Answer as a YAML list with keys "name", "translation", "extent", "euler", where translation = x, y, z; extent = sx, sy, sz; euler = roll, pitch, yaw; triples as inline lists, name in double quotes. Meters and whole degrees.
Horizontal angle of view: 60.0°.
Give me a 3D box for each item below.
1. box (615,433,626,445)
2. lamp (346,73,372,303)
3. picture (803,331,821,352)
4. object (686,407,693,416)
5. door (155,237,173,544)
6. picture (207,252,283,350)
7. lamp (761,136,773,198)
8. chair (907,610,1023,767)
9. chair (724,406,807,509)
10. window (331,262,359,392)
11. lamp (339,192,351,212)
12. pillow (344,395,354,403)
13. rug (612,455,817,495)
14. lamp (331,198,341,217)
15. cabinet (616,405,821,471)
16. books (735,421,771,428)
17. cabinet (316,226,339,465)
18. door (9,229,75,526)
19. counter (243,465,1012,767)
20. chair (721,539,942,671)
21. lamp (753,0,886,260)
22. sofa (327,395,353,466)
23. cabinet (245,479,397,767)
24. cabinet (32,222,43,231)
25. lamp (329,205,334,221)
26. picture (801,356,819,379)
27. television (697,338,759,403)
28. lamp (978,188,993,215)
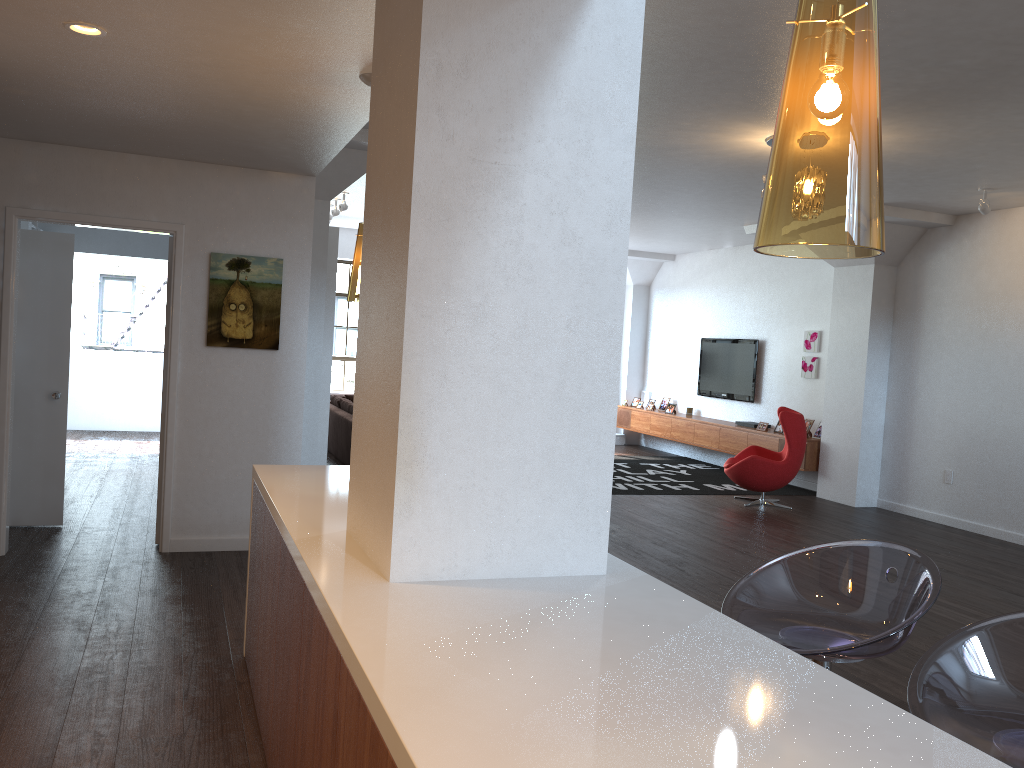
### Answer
- name: "box"
  translation: [1.630, 0.871, 14.186]
  extent: [0.228, 0.165, 0.368]
  euler: [3, 3, -21]
- name: "lamp"
  translation: [-0.568, -0.777, 3.579]
  extent: [0.149, 0.900, 0.149]
  euler: [5, 3, 24]
- name: "picture"
  translation: [3.538, -0.502, 10.471]
  extent: [0.030, 0.250, 0.250]
  euler: [3, 3, -21]
- name: "object"
  translation: [2.541, 0.393, 12.694]
  extent: [0.089, 0.110, 0.089]
  euler: [5, 3, 24]
- name: "door"
  translation: [-2.347, 0.022, 6.206]
  extent: [0.174, 2.032, 0.826]
  euler: [3, 3, -11]
- name: "picture"
  translation: [-1.736, -0.534, 5.772]
  extent: [0.450, 0.600, 0.030]
  euler: [3, 3, -21]
- name: "lamp"
  translation: [1.949, -1.402, 6.086]
  extent: [0.441, 0.539, 0.442]
  euler: [5, 3, 21]
- name: "chair"
  translation: [0.979, 0.950, 1.634]
  extent: [0.481, 1.014, 0.530]
  euler: [3, 3, -23]
- name: "chair"
  translation: [2.606, 0.731, 9.166]
  extent: [0.801, 1.006, 0.798]
  euler: [4, 3, 4]
- name: "window"
  translation: [-0.979, -0.769, 13.683]
  extent: [4.648, 1.905, 0.114]
  euler: [3, 3, -21]
- name: "lamp"
  translation: [-1.817, -1.964, 9.585]
  extent: [0.111, 0.211, 0.120]
  euler: [4, 3, 13]
- name: "pillow"
  translation: [-1.928, 0.319, 11.809]
  extent: [0.334, 0.418, 0.580]
  euler: [6, 3, 42]
- name: "rug"
  translation: [1.061, 1.064, 10.770]
  extent: [4.200, 0.007, 3.100]
  euler: [3, 3, -19]
- name: "lamp"
  translation: [-1.995, -1.996, 10.058]
  extent: [0.111, 0.211, 0.120]
  euler: [5, 3, 28]
- name: "cabinet"
  translation: [2.667, 0.662, 12.010]
  extent: [0.459, 0.350, 4.501]
  euler: [3, 3, -21]
- name: "books"
  translation: [3.055, 0.521, 11.249]
  extent: [0.250, 0.053, 0.400]
  euler: [3, 3, -21]
- name: "cabinet"
  translation: [-2.617, -0.340, 9.945]
  extent: [0.461, 2.414, 4.500]
  euler: [3, 3, -21]
- name: "door"
  translation: [-3.474, -0.042, 6.036]
  extent: [0.826, 2.032, 0.174]
  euler: [3, 3, -21]
- name: "counter"
  translation: [1.470, 1.096, 0.815]
  extent: [8.182, 0.860, 3.039]
  euler: [6, 3, 40]
- name: "chair"
  translation: [0.757, 0.910, 2.223]
  extent: [0.481, 1.014, 0.530]
  euler: [3, 3, -19]
- name: "lamp"
  translation: [0.851, -1.086, 2.294]
  extent: [0.149, 1.807, 2.842]
  euler: [4, 3, 18]
- name: "sofa"
  translation: [-0.364, 0.645, 10.749]
  extent: [3.481, 0.664, 4.197]
  euler: [3, 3, -21]
- name: "cabinet"
  translation: [0.042, 0.977, 2.007]
  extent: [0.898, 0.796, 4.493]
  euler: [3, 3, -21]
- name: "cabinet"
  translation: [-3.885, -0.560, 6.544]
  extent: [0.527, 2.991, 2.630]
  euler: [3, 3, -21]
- name: "lamp"
  translation: [-2.177, -2.028, 10.542]
  extent: [0.111, 0.211, 0.120]
  euler: [6, 3, 43]
- name: "picture"
  translation: [3.518, -0.195, 10.485]
  extent: [0.030, 0.250, 0.250]
  euler: [3, 3, -21]
- name: "television"
  translation: [2.892, -0.204, 11.968]
  extent: [0.013, 0.816, 1.324]
  euler: [3, 3, -21]
- name: "lamp"
  translation: [3.896, -1.504, 7.308]
  extent: [0.111, 0.211, 0.120]
  euler: [4, 3, 13]
